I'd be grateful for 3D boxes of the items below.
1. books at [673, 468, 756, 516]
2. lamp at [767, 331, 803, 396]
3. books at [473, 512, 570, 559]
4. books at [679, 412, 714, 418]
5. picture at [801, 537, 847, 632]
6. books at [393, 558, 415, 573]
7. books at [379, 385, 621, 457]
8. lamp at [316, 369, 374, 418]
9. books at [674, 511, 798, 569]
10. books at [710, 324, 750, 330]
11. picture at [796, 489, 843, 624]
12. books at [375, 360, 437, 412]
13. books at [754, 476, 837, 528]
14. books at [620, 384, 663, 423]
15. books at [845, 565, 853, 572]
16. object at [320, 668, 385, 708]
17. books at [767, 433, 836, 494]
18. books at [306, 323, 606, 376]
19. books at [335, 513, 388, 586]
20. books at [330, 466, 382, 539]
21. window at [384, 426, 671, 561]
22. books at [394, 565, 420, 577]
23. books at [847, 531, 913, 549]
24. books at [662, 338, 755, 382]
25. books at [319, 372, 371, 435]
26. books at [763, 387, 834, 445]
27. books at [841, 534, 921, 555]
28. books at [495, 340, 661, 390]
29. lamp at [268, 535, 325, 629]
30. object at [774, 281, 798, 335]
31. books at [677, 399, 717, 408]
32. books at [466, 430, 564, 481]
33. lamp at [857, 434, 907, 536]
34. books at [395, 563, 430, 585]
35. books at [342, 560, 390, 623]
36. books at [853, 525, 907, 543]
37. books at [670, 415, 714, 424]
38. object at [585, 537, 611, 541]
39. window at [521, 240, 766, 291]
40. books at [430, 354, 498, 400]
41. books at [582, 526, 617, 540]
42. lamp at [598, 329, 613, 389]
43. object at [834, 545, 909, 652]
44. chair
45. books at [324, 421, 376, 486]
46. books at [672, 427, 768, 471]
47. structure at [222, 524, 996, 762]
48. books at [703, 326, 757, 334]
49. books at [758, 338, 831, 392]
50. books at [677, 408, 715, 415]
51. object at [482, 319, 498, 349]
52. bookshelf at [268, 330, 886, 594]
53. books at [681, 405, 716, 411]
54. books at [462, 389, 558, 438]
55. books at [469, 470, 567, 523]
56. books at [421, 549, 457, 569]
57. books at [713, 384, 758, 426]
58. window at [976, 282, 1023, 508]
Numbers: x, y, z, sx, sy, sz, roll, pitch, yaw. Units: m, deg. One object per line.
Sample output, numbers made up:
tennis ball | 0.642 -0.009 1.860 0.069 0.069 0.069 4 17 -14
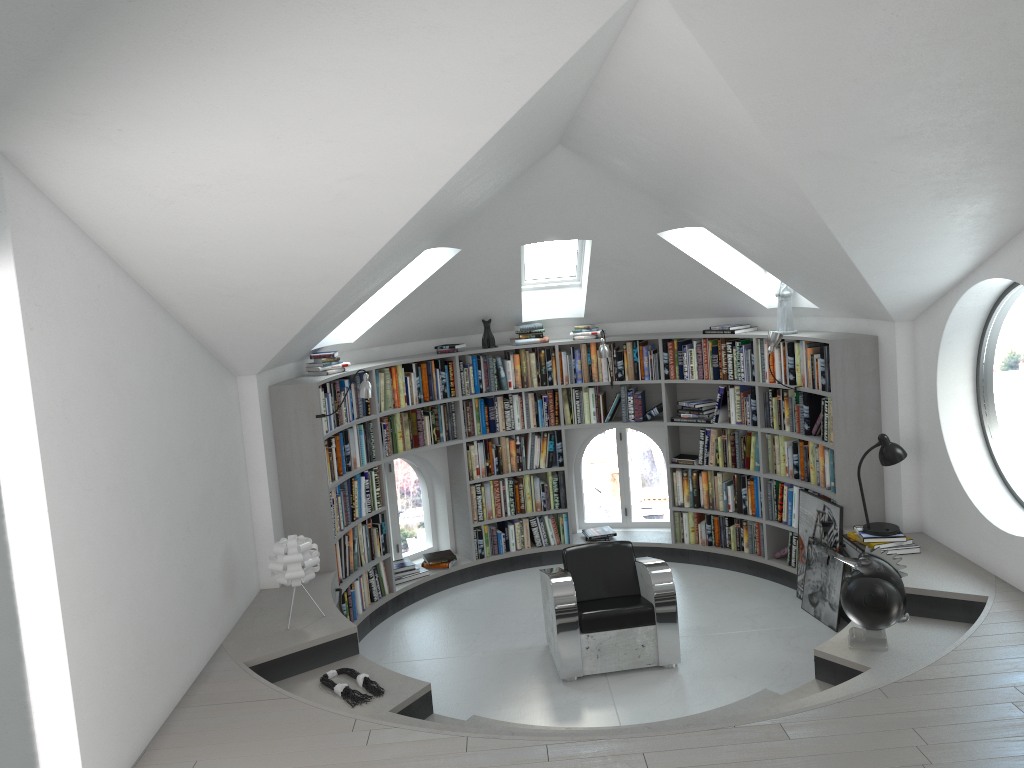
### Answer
books | 1.823 0.911 7.778 0.872 0.350 0.273 1 8 40
lamp | 2.086 -0.156 6.748 0.275 0.524 0.112 -6 6 -10
books | 0.058 1.370 8.219 1.020 0.305 0.288 -7 7 -16
books | 1.667 0.261 7.878 0.285 0.031 0.270 0 9 34
picture | 2.277 1.458 6.490 0.107 0.554 0.490 -6 6 -11
books | -0.977 1.581 7.713 0.214 0.036 0.227 -8 8 -24
books | -0.181 0.295 7.921 2.531 0.370 0.592 -7 7 -20
lamp | -1.193 0.062 6.297 0.414 0.311 0.117 -5 6 -4
books | 2.024 1.287 7.584 0.360 0.310 1.498 -10 9 -39
books | 1.864 -0.487 7.587 0.233 0.027 0.248 -8 8 -28
picture | 2.303 1.274 6.654 0.090 0.860 0.580 -6 6 -11
books | -0.986 0.009 7.544 0.269 0.372 0.795 1 9 42
books | 2.358 0.969 6.990 0.304 0.358 1.186 -7 7 -20
books | 1.207 0.162 8.047 0.399 0.340 0.225 -2 6 19
books | 2.439 1.467 5.902 0.272 0.297 1.151 -3 7 13
object | -0.883 1.653 4.864 0.218 0.082 0.473 -10 9 -38
books | 2.362 0.596 6.892 0.276 0.347 1.023 -6 7 -16
books | -0.474 -0.347 7.649 2.819 0.173 0.748 -9 8 -30
books | -1.320 1.485 6.609 0.390 0.693 1.646 -4 7 9
books | -1.309 0.901 6.812 0.260 0.358 1.023 -3 7 16
window | -0.006 0.995 8.275 3.233 1.148 0.618 -7 6 -15
books | -0.974 1.612 7.716 0.269 0.031 0.286 -8 8 -24
books | 2.457 1.031 5.927 0.286 0.034 0.305 -6 7 -11
books | 1.746 -0.229 7.659 0.969 0.366 0.307 2 9 42
books | -1.396 0.145 6.755 0.300 0.360 1.036 -3 7 15
books | 2.323 0.216 6.860 0.279 0.357 1.054 -6 7 -15
books | 2.460 1.067 5.930 0.365 0.042 0.389 -5 7 -1
books | 0.604 -0.191 8.108 1.565 0.366 0.395 -4 6 4
lamp | -1.320 1.195 5.430 0.306 0.523 0.306 -6 6 -12
object | 2.155 -0.630 7.013 0.179 0.471 0.179 -4 6 8
books | 1.659 0.168 7.869 0.269 0.031 0.286 -7 8 -21
books | 0.001 0.627 8.151 0.998 0.350 0.298 -7 7 -17
lamp | 2.462 0.657 5.885 0.322 0.658 0.234 -3 6 14
books | -0.971 1.645 7.719 0.366 0.042 0.388 -10 9 -34
books | -1.266 1.632 6.950 0.282 0.319 0.921 -3 7 17
books | 2.454 0.999 5.924 0.269 0.031 0.287 -4 7 9
books | 1.669 0.294 7.881 0.388 0.042 0.366 1 9 39
object | 0.821 1.429 8.332 0.226 0.036 0.214 -3 7 16
window | 0.352 -1.113 7.228 4.055 0.711 1.938 -5 7 -1
books | -0.455 -0.076 7.965 0.683 0.345 0.265 -8 7 -24
books | 0.818 1.399 8.330 0.268 0.029 0.253 -6 7 -11
lamp | 0.825 -0.211 7.843 0.113 0.565 0.359 -4 6 6
object | 1.970 1.156 4.852 0.320 0.561 0.321 -8 7 -28
chair | 0.658 1.544 6.201 0.823 0.717 0.743 -5 6 -6
books | -1.373 0.527 6.812 0.303 0.347 1.092 -3 7 15
books | 1.849 0.536 7.678 0.974 0.351 0.252 1 9 41
structure | 0.592 1.569 6.095 4.710 0.691 4.722 2 10 44
books | 1.866 -0.459 7.589 0.317 0.036 0.336 -10 9 -38
books | 2.290 -0.166 6.834 0.293 0.361 1.016 -7 7 -18
books | 1.664 0.230 7.875 0.270 0.031 0.286 -11 9 -41
object | -0.206 -0.457 8.005 0.147 0.264 0.202 -5 6 -4
bookshelf | 0.495 0.640 7.395 4.333 1.875 2.115 -5 6 -1
books | 1.662 0.200 7.872 0.214 0.036 0.227 -11 9 -41
books | -0.041 0.248 8.155 1.029 0.358 0.301 -7 6 -15
books | 0.045 1.008 8.193 1.032 0.356 0.293 -7 6 -16
books | -0.644 1.570 7.895 0.318 0.099 0.292 -5 7 1
books | 1.983 0.159 7.531 0.553 0.350 0.256 2 9 45
window | 3.104 0.093 5.067 0.104 1.466 1.475 -5 6 -1
